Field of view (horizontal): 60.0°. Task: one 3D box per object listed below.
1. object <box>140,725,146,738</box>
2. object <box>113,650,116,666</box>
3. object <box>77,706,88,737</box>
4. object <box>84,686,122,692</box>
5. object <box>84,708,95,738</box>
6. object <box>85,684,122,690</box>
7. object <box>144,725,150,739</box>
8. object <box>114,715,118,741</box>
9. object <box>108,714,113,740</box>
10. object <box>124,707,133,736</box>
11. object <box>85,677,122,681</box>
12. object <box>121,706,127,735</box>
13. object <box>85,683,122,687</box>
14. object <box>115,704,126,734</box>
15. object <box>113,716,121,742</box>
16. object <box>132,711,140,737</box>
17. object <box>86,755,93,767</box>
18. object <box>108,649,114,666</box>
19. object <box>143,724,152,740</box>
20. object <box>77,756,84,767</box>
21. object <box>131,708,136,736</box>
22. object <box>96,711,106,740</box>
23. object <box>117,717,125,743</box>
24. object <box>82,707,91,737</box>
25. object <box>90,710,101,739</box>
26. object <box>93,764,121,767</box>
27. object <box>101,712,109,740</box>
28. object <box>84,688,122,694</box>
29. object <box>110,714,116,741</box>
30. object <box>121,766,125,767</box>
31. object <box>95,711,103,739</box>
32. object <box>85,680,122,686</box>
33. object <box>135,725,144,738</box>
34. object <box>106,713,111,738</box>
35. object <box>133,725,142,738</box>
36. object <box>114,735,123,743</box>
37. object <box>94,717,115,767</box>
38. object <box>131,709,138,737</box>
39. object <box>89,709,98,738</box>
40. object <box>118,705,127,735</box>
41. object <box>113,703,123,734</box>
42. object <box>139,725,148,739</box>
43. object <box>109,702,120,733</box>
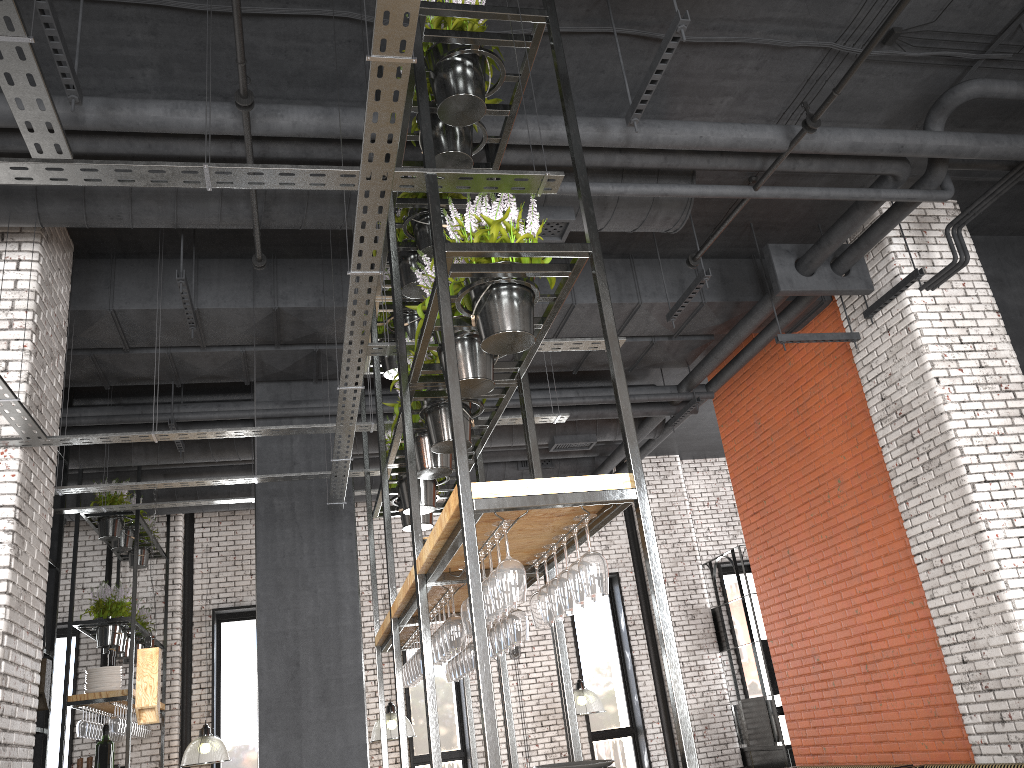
[{"bbox_3d":[-4.157,3.825,9.940,0.101,0.269,0.100,-14,-23,15],"label":"object"},{"bbox_3d":[-4.163,3.015,9.232,0.098,0.474,0.097,9,-28,-34],"label":"object"},{"bbox_3d":[-4.108,3.228,8.484,0.101,0.269,0.100,-16,-24,20],"label":"object"},{"bbox_3d":[-4.053,3.036,8.787,0.334,0.046,0.333,7,-26,-32],"label":"object"},{"bbox_3d":[-4.168,3.339,8.738,0.101,0.269,0.100,-16,-24,20],"label":"object"},{"bbox_3d":[-4.054,3.019,8.795,0.333,0.037,0.334,-26,-28,38],"label":"object"},{"bbox_3d":[-4.218,3.940,10.203,0.101,0.269,0.100,-14,-23,15],"label":"object"},{"bbox_3d":[-4.434,3.835,9.871,0.101,0.269,0.100,-14,-23,15],"label":"object"},{"bbox_3d":[-4.375,3.724,9.617,0.101,0.269,0.100,-16,-24,20],"label":"object"},{"bbox_3d":[-3.983,3.501,9.201,0.101,0.269,0.100,-16,-24,20],"label":"object"},{"bbox_3d":[-4.063,2.951,8.823,0.335,0.039,0.332,-5,-22,-7],"label":"object"},{"bbox_3d":[-3.952,3.444,9.070,0.101,0.269,0.100,-16,-24,20],"label":"object"},{"bbox_3d":[-4.056,3.001,8.802,0.333,0.040,0.333,-24,-27,35],"label":"object"},{"bbox_3d":[-3.890,3.329,8.808,0.101,0.269,0.100,-16,-24,20],"label":"object"},{"bbox_3d":[-4.465,3.892,10.002,0.101,0.269,0.100,-14,-23,15],"label":"object"},{"bbox_3d":[-4.070,3.664,9.573,0.101,0.269,0.100,-16,-24,20],"label":"object"},{"bbox_3d":[-4.103,3.740,8.610,0.056,0.251,0.055,1,-24,-21],"label":"object"},{"bbox_3d":[-4.140,2.974,9.136,0.098,0.474,0.097,9,-28,-34],"label":"object"},{"bbox_3d":[-4.249,3.997,10.334,0.101,0.269,0.100,-14,-23,15],"label":"object"},{"bbox_3d":[-4.188,3.743,8.588,0.056,0.251,0.055,1,-24,-21],"label":"object"},{"bbox_3d":[-4.013,3.559,9.332,0.101,0.269,0.100,-16,-24,20],"label":"object"},{"bbox_3d":[-4.291,3.568,9.263,0.101,0.269,0.100,-16,-24,20],"label":"object"},{"bbox_3d":[-4.527,4.007,10.264,0.101,0.269,0.100,-14,-23,15],"label":"object"},{"bbox_3d":[-4.137,3.282,8.607,0.101,0.269,0.100,-16,-24,20],"label":"object"},{"bbox_3d":[-4.229,3.454,9.000,0.101,0.269,0.100,-16,-24,20],"label":"object"},{"bbox_3d":[-4.039,3.834,8.835,0.256,0.077,0.255,-16,-24,20],"label":"object"},{"bbox_3d":[-4.320,3.623,9.387,0.101,0.269,0.100,-16,-24,20],"label":"object"},{"bbox_3d":[-4.049,3.055,8.779,0.334,0.033,0.333,-17,-24,21],"label":"object"},{"bbox_3d":[-4.403,3.777,9.740,0.101,0.269,0.100,-16,-24,20],"label":"object"},{"bbox_3d":[-4.095,3.974,9.149,0.305,0.040,0.304,6,-25,-30],"label":"object"},{"bbox_3d":[-4.260,3.511,9.131,0.101,0.269,0.100,-16,-24,20],"label":"object"},{"bbox_3d":[-4.059,2.983,8.809,0.333,0.039,0.334,-26,-28,38],"label":"object"},{"bbox_3d":[-4.126,3.768,9.809,0.101,0.269,0.100,-16,-24,20],"label":"object"},{"bbox_3d":[-4.348,3.674,9.503,0.101,0.269,0.100,-16,-24,20],"label":"object"},{"bbox_3d":[-4.097,3.714,9.686,0.101,0.269,0.100,-16,-24,20],"label":"object"},{"bbox_3d":[-4.496,3.949,10.133,0.101,0.269,0.100,-14,-23,15],"label":"object"},{"bbox_3d":[-3.898,3.482,8.495,0.157,0.558,0.105,-1,-23,-15],"label":"object"},{"bbox_3d":[-4.043,3.613,9.456,0.101,0.269,0.100,-16,-24,20],"label":"object"},{"bbox_3d":[-4.198,3.396,8.869,0.101,0.269,0.100,-16,-24,20],"label":"object"},{"bbox_3d":[-3.921,3.387,8.939,0.101,0.269,0.100,-16,-24,20],"label":"object"},{"bbox_3d":[-3.859,3.272,8.676,0.101,0.269,0.100,-16,-24,20],"label":"object"},{"bbox_3d":[-4.188,3.882,10.072,0.101,0.269,0.100,-14,-23,15],"label":"object"},{"bbox_3d":[-3.830,3.218,8.554,0.101,0.269,0.100,-16,-24,20],"label":"object"}]
